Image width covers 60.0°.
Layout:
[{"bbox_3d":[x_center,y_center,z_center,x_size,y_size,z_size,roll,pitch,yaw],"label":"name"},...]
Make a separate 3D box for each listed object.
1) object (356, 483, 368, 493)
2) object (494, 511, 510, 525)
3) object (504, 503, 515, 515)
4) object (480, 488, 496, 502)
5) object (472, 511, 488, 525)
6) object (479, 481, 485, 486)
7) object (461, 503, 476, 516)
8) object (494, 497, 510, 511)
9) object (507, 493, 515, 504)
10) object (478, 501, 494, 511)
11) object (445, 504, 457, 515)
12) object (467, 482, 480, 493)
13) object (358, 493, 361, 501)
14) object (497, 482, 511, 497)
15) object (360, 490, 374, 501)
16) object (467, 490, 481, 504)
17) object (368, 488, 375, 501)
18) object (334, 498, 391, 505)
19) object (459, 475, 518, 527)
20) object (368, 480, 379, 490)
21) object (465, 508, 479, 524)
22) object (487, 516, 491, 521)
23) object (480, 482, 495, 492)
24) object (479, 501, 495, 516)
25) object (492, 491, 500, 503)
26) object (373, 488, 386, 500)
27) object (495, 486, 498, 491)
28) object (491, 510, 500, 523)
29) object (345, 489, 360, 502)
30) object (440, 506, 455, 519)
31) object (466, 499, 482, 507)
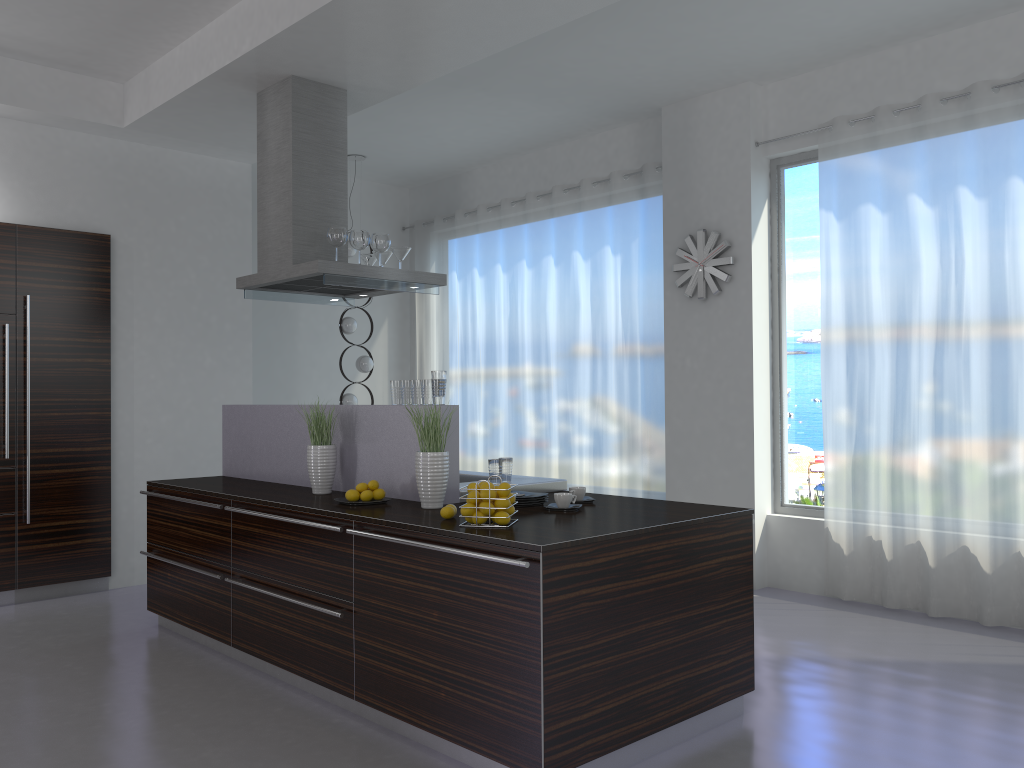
[{"bbox_3d":[-0.688,0.475,4.067,0.053,0.047,0.061,0,-1,-40],"label":"object"},{"bbox_3d":[-0.037,0.500,3.302,0.062,0.052,0.053,0,-1,-4],"label":"object"},{"bbox_3d":[-0.020,0.479,3.390,0.062,0.053,0.052,0,-1,-6],"label":"object"},{"bbox_3d":[-0.090,0.415,3.319,0.063,0.053,0.051,0,-1,-30],"label":"object"},{"bbox_3d":[-0.122,0.501,3.322,0.063,0.053,0.051,0,-1,-35],"label":"object"},{"bbox_3d":[-0.111,0.409,3.455,0.052,0.060,0.057,-1,-1,35],"label":"object"},{"bbox_3d":[-0.163,0.473,3.324,0.061,0.054,0.052,-1,-1,24],"label":"object"},{"bbox_3d":[-0.037,0.450,3.328,0.061,0.054,0.053,-1,-1,3],"label":"object"},{"bbox_3d":[-0.017,0.449,3.435,0.060,0.055,0.053,0,-1,0],"label":"object"},{"bbox_3d":[-0.097,0.462,3.345,0.062,0.053,0.051,0,-1,-35],"label":"object"},{"bbox_3d":[-0.248,0.510,3.572,0.053,0.051,0.063,-1,-1,15],"label":"object"},{"bbox_3d":[-0.147,0.405,3.417,0.053,0.051,0.063,-1,-1,4],"label":"object"},{"bbox_3d":[-0.717,0.514,4.098,0.053,0.051,0.063,0,-1,-40],"label":"object"},{"bbox_3d":[-0.030,0.401,3.348,0.059,0.060,0.050,0,-1,-44],"label":"object"},{"bbox_3d":[-0.661,0.509,4.033,0.061,0.054,0.052,-1,-1,24],"label":"object"},{"bbox_3d":[-0.143,0.427,3.342,0.053,0.052,0.061,0,-1,-30],"label":"object"},{"bbox_3d":[-0.652,0.510,4.091,0.071,0.060,0.057,0,-1,-42],"label":"object"},{"bbox_3d":[-0.685,0.536,4.073,0.232,0.020,0.232,0,-1,-35],"label":"object"},{"bbox_3d":[-0.087,0.444,3.381,0.189,0.174,0.207,-1,-1,12],"label":"object"},{"bbox_3d":[-0.635,0.464,4.072,0.053,0.048,0.063,-1,-1,13],"label":"object"},{"bbox_3d":[-0.143,0.500,3.376,0.074,0.063,0.064,0,-1,-23],"label":"object"},{"bbox_3d":[-0.102,0.495,3.389,0.052,0.060,0.057,0,-1,-38],"label":"object"},{"bbox_3d":[-0.094,0.401,3.389,0.063,0.053,0.051,0,-1,-42],"label":"object"},{"bbox_3d":[-0.094,0.465,3.314,0.061,0.055,0.051,-1,-1,26],"label":"object"},{"bbox_3d":[-0.052,0.432,3.379,0.055,0.051,0.061,-1,-1,41],"label":"object"},{"bbox_3d":[-0.610,0.505,4.060,0.063,0.053,0.051,0,-1,-3],"label":"object"},{"bbox_3d":[-0.058,0.421,3.445,0.063,0.051,0.053,0,-1,2],"label":"object"},{"bbox_3d":[-0.050,0.503,3.360,0.061,0.055,0.050,0,-1,2],"label":"object"},{"bbox_3d":[-0.725,0.509,4.039,0.060,0.058,0.070,0,-1,-45],"label":"object"},{"bbox_3d":[-0.254,0.509,3.508,0.053,0.051,0.063,0,-1,-40],"label":"object"},{"bbox_3d":[-0.143,0.450,3.396,0.062,0.053,0.052,-1,-1,18],"label":"object"}]
